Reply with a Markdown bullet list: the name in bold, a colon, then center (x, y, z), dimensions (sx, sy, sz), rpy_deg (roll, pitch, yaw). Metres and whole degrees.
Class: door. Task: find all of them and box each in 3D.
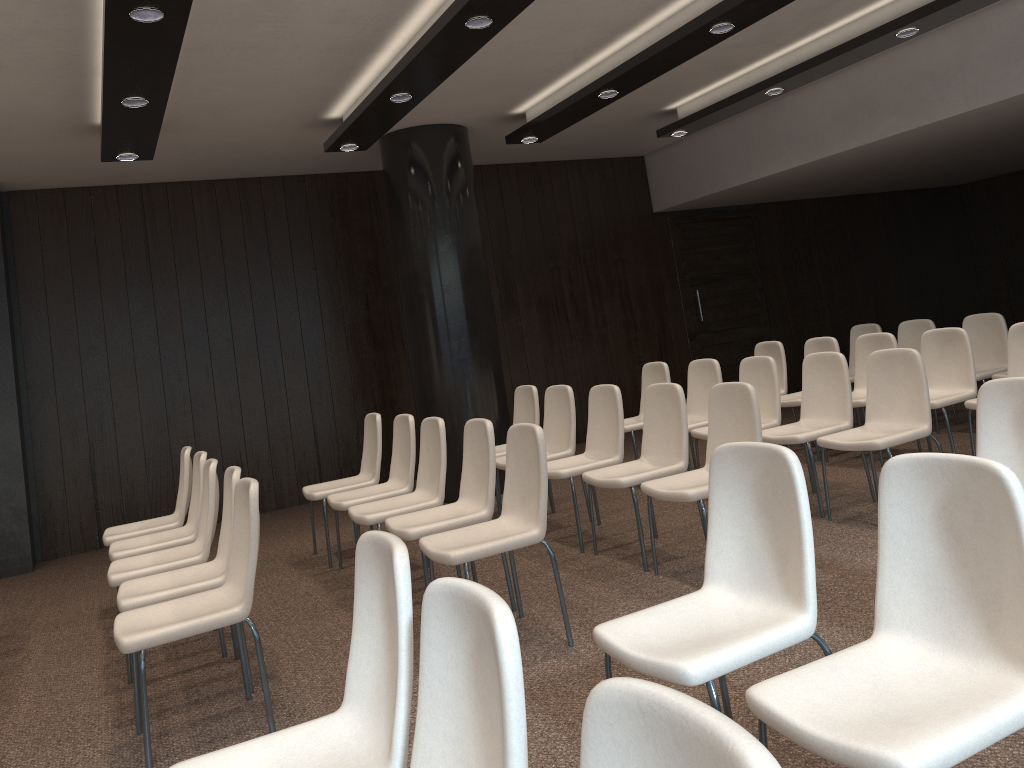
- **door**: center (2.641, -0.926, 10.778), dimensions (1.410, 2.433, 0.264), rpy_deg (-7, -5, -26)

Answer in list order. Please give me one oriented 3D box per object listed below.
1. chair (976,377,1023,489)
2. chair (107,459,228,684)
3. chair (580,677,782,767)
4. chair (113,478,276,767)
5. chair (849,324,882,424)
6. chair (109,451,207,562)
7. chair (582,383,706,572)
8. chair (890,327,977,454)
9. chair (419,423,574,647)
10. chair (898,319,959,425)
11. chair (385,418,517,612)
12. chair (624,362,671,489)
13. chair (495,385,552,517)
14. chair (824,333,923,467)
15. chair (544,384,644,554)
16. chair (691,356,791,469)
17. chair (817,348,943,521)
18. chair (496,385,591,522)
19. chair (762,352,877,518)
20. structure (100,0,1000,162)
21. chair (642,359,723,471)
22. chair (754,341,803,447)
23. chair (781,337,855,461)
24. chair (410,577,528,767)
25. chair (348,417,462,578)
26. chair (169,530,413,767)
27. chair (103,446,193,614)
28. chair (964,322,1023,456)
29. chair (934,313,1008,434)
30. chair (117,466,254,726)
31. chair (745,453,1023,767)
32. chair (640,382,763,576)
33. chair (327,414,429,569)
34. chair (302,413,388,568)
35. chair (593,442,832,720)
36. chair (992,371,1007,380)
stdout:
- **chair**: center (1.634, 0.465, 2.921), dimensions (0.562, 0.910, 0.523), rpy_deg (-7, -3, -24)
- **chair**: center (-1.698, 0.875, 4.337), dimensions (0.562, 0.910, 0.523), rpy_deg (-7, -3, -23)
- **chair**: center (0.025, 0.834, 0.795), dimensions (0.562, 0.910, 0.523), rpy_deg (-7, -3, -25)
- **chair**: center (-1.196, 0.863, 3.299), dimensions (0.562, 0.910, 0.523), rpy_deg (-7, -3, -26)
- **chair**: center (3.148, -0.073, 8.052), dimensions (0.562, 0.910, 0.523), rpy_deg (-7, -3, -24)
- **chair**: center (-1.947, 0.878, 4.892), dimensions (0.562, 0.910, 0.523), rpy_deg (-7, -3, -25)
- **chair**: center (0.715, 0.483, 4.875), dimensions (0.562, 0.910, 0.523), rpy_deg (-7, -3, -25)
- **chair**: center (2.857, 0.098, 5.949), dimensions (0.562, 0.910, 0.523), rpy_deg (-7, -3, -27)
- **chair**: center (-0.096, 0.668, 3.819), dimensions (0.562, 0.910, 0.523), rpy_deg (-7, -3, -23)
- **chair**: center (3.383, -0.075, 7.509), dimensions (0.562, 0.910, 0.523), rpy_deg (-7, -3, -27)
- **chair**: center (-0.329, 0.668, 4.382), dimensions (0.562, 0.910, 0.523), rpy_deg (-7, -3, -23)
- **chair**: center (1.012, 0.309, 7.007), dimensions (0.562, 0.910, 0.523), rpy_deg (-7, -3, -24)
- **chair**: center (-0.049, 0.498, 6.499), dimensions (0.562, 0.910, 0.523), rpy_deg (-7, -3, -24)
- **chair**: center (2.613, 0.100, 6.513), dimensions (0.562, 0.910, 0.523), rpy_deg (-7, -3, -27)
- **chair**: center (0.433, 0.492, 5.409), dimensions (0.562, 0.910, 0.523), rpy_deg (-7, -3, -24)
- **chair**: center (1.542, 0.296, 5.920), dimensions (0.562, 0.910, 0.523), rpy_deg (-7, -3, -24)
- **chair**: center (2.044, 0.284, 4.883), dimensions (0.562, 0.910, 0.523), rpy_deg (-7, -3, -27)
- **chair**: center (0.177, 0.496, 5.974), dimensions (0.562, 0.910, 0.523), rpy_deg (-7, -3, -27)
- **chair**: center (1.819, 0.286, 5.407), dimensions (0.562, 0.910, 0.523), rpy_deg (-7, -3, -24)
- **structure**: center (-2.487, -1.493, 1.994), dimensions (13.253, 0.232, 7.972), rpy_deg (-10, 4, -26)
- **chair**: center (1.294, 0.299, 6.474), dimensions (0.562, 0.910, 0.523), rpy_deg (-7, -3, -25)
- **chair**: center (2.102, 0.112, 7.572), dimensions (0.562, 0.910, 0.523), rpy_deg (-7, -3, -23)
- **chair**: center (2.372, 0.105, 7.030), dimensions (0.562, 0.910, 0.523), rpy_deg (-7, -3, -24)
- **chair**: center (-0.229, 0.837, 1.357), dimensions (0.562, 0.910, 0.523), rpy_deg (-7, -3, -26)
- **chair**: center (-0.610, 0.679, 4.887), dimensions (0.562, 0.910, 0.523), rpy_deg (-7, -3, -24)
- **chair**: center (-0.456, 0.839, 1.883), dimensions (0.562, 0.910, 0.523), rpy_deg (-7, -3, -24)
- **chair**: center (-2.229, 0.888, 5.424), dimensions (0.562, 0.910, 0.523), rpy_deg (-7, -3, -24)
- **chair**: center (3.151, 0.088, 5.399), dimensions (0.562, 0.910, 0.523), rpy_deg (-7, -3, -24)
- **chair**: center (3.672, -0.085, 6.967), dimensions (0.562, 0.910, 0.523), rpy_deg (-7, -3, -26)
- **chair**: center (-1.421, 0.865, 3.823), dimensions (0.562, 0.910, 0.523), rpy_deg (-7, -3, -23)
- **chair**: center (0.833, 0.649, 1.849), dimensions (0.562, 0.910, 0.523), rpy_deg (-7, -3, -25)
- **chair**: center (0.963, 0.479, 4.320), dimensions (0.562, 0.910, 0.523), rpy_deg (-7, -3, -23)
- **chair**: center (-0.841, 0.681, 5.430), dimensions (0.562, 0.910, 0.523), rpy_deg (-7, -3, -24)
- **chair**: center (-1.124, 0.691, 5.953), dimensions (0.562, 0.910, 0.523), rpy_deg (-7, -3, -23)
- **chair**: center (0.548, 0.659, 2.386), dimensions (0.562, 0.910, 0.523), rpy_deg (-7, -3, -27)
- **chair**: center (3.903, -0.089, 6.470), dimensions (0.562, 0.910, 0.523), rpy_deg (-7, -3, -27)
